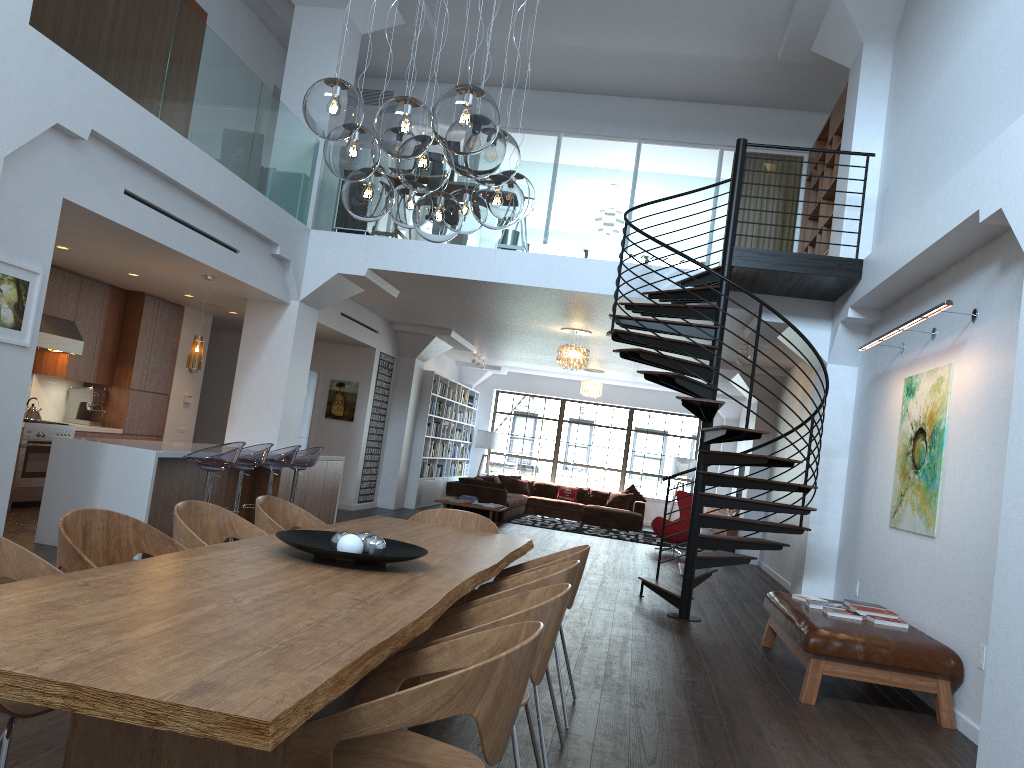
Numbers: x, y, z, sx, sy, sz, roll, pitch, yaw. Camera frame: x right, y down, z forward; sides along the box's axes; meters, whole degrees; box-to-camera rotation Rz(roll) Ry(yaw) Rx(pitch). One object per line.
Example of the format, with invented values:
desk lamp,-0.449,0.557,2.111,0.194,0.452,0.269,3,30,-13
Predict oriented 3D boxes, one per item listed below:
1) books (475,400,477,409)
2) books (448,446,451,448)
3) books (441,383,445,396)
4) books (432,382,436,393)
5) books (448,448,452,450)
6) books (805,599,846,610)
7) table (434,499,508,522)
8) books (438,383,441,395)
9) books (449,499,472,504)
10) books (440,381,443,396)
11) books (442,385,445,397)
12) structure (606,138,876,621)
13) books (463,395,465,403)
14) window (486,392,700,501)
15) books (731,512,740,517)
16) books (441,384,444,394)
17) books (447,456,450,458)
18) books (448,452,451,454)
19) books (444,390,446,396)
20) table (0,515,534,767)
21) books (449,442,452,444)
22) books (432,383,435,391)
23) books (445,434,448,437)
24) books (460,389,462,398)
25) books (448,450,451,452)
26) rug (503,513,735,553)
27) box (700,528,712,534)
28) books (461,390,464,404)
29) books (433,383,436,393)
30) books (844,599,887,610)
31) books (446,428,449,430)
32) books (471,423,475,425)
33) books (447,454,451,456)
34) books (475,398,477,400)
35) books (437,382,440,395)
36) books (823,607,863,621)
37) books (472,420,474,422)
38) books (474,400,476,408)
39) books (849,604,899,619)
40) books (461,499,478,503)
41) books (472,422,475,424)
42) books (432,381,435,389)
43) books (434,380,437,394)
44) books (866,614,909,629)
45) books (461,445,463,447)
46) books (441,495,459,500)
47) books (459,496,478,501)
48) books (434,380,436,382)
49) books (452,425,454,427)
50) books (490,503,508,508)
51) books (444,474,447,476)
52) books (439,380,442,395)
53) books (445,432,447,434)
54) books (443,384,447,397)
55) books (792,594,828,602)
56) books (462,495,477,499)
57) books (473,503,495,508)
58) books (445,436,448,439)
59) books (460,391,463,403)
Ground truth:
books,-0.872,0.449,19.801,0.139,0.191,0.036,7,-4,9
books,-1.331,1.249,17.695,0.223,0.032,0.161,7,-4,9
books,-1.355,0.101,16.371,0.182,0.253,0.098,7,-4,9
books,-1.455,0.055,15.721,0.161,0.218,0.101,7,-4,9
books,-1.343,1.281,17.687,0.253,0.040,0.183,7,-4,9
books,2.211,1.566,6.256,0.247,0.040,0.185,7,-4,12
table,-0.682,2.124,14.745,1.100,0.271,0.853,7,-4,9
books,-1.398,0.082,16.121,0.174,0.242,0.105,7,-4,9
books,-0.857,1.938,14.662,0.236,0.035,0.340,5,-5,34
books,-1.384,0.071,16.273,0.197,0.290,0.136,7,-4,9
books,-1.348,0.113,16.457,0.174,0.243,0.085,7,-4,9
structure,1.814,-0.090,7.982,1.998,4.352,1.998,10,-5,-30
books,-1.082,0.300,18.438,0.168,0.231,0.037,7,-4,9
window,1.816,1.407,20.121,4.648,1.905,0.114,7,-4,9
books,4.063,2.347,15.886,0.250,0.053,0.400,7,-4,9
books,-1.363,0.100,16.339,0.159,0.248,0.089,7,-4,9
books,-1.369,1.438,17.671,0.246,0.038,0.171,7,-4,9
books,-1.361,1.364,17.704,0.259,0.040,0.180,7,-4,9
books,-1.335,0.131,16.628,0.167,0.233,0.077,7,-4,9
table,-0.679,1.053,3.419,1.012,0.750,3.803,7,-4,9
books,-1.310,1.165,17.686,0.185,0.041,0.129,6,-5,23
books,-1.473,0.053,15.659,0.167,0.210,0.162,7,-4,9
books,-1.358,0.990,17.253,0.160,0.039,0.251,7,-4,14
books,-1.111,0.233,18.050,0.140,0.298,0.044,7,-4,9
books,-1.343,1.323,17.691,0.231,0.044,0.168,8,-4,4
rug,2.035,2.753,16.359,4.200,0.007,3.100,7,-4,10
box,4.168,3.167,19.063,0.228,0.165,0.368,7,-4,9
books,-1.102,0.254,18.269,0.176,0.290,0.053,7,-4,9
books,-1.447,0.056,15.755,0.161,0.222,0.084,7,-4,9
books,2.611,1.644,6.558,0.254,0.044,0.183,8,-4,3
books,-1.343,0.866,17.268,0.183,0.042,0.253,7,-4,9
books,-0.996,0.873,19.633,0.284,0.035,0.197,5,-5,39
books,-1.366,1.401,17.676,0.251,0.037,0.160,7,-4,14
books,-0.868,0.432,19.843,0.140,0.231,0.042,7,-4,9
books,-1.408,0.072,16.070,0.170,0.251,0.118,7,-4,9
books,2.231,1.551,5.986,0.224,0.032,0.161,7,-4,9
books,-0.986,0.806,19.632,0.254,0.032,0.174,4,-6,43
books,-0.883,0.447,19.706,0.128,0.178,0.022,7,-4,9
books,2.548,1.610,6.246,0.283,0.043,0.197,7,-4,8
books,-0.732,1.983,15.048,0.312,0.037,0.216,8,-4,-1
books,-0.992,0.839,19.635,0.284,0.033,0.197,6,-5,24
books,-1.476,0.043,15.568,0.182,0.215,0.188,7,-4,9
books,-1.442,0.047,15.830,0.170,0.251,0.118,7,-4,9
books,2.504,1.585,5.919,0.224,0.036,0.161,8,-4,3
books,-1.159,1.298,18.792,0.223,0.031,0.161,7,-4,9
books,-1.051,1.933,15.037,0.241,0.045,0.334,7,-4,10
books,-0.731,1.947,15.055,0.279,0.035,0.191,7,-4,19
books,-1.449,0.045,15.788,0.159,0.248,0.089,7,-4,9
books,-1.278,0.819,17.616,0.223,0.031,0.161,7,-4,9
books,-0.264,2.038,14.909,0.256,0.035,0.350,5,-5,34
books,-1.458,1.795,17.620,0.284,0.035,0.197,7,-4,9
books,-1.388,0.065,16.210,0.176,0.293,0.125,7,-4,9
books,-1.377,0.947,17.256,0.180,0.042,0.259,7,-4,9
books,-1.334,0.116,16.559,0.182,0.255,0.077,7,-4,9
books,2.206,1.595,6.579,0.161,0.031,0.223,9,-4,-13
books,-0.722,1.916,15.055,0.224,0.027,0.157,7,-4,14
books,-0.464,1.986,14.593,0.231,0.040,0.342,12,-6,-41
books,-1.360,1.029,17.252,0.171,0.039,0.246,7,-4,9
books,-1.114,0.269,18.185,0.171,0.246,0.057,7,-4,9
